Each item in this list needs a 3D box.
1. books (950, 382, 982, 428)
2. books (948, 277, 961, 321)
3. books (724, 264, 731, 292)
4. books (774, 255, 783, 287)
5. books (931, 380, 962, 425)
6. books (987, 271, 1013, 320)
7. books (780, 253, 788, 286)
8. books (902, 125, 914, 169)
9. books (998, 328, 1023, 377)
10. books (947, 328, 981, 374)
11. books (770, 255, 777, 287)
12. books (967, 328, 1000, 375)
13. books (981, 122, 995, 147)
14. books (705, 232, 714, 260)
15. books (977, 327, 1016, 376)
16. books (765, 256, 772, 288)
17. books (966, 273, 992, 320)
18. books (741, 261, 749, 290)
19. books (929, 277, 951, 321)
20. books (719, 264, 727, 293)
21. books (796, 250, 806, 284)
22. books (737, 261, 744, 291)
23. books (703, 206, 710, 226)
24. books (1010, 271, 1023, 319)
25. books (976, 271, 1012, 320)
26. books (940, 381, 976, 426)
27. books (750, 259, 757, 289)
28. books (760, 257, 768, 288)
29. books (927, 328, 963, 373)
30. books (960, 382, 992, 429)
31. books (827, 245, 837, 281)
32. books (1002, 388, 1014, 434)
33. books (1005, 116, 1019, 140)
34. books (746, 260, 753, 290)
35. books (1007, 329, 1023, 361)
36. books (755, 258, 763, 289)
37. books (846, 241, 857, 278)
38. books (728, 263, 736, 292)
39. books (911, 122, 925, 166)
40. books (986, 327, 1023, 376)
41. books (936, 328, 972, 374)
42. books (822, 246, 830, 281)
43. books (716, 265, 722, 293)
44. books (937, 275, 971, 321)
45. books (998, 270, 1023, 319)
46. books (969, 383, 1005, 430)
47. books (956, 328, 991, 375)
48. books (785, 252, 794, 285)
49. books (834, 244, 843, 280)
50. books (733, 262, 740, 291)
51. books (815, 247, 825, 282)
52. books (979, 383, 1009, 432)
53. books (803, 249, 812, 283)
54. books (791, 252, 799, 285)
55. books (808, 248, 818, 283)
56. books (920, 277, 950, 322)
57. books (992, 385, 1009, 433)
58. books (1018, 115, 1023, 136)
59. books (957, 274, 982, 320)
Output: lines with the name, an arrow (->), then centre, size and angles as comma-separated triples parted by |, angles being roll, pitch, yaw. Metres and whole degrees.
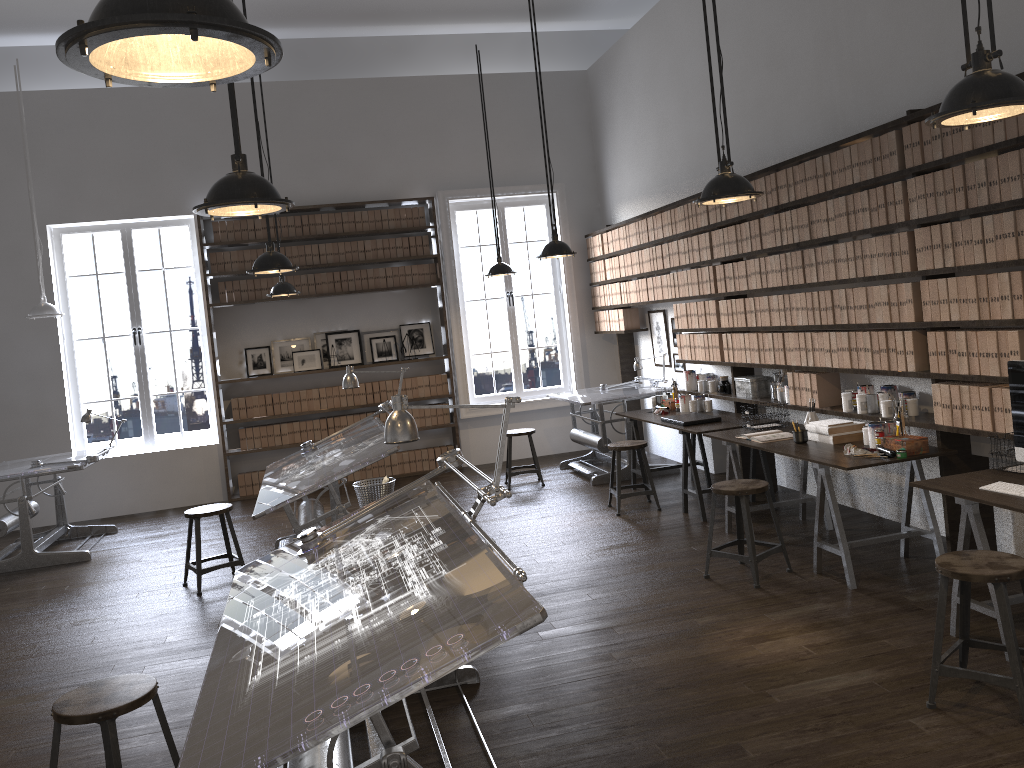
books -> 2.367, 0.108, 4.571 | 0.175, 0.225, 0.067 | -6, 2, -13
books -> 2.325, -0.438, 4.512 | 0.175, 0.225, 0.067 | -6, 2, -13
books -> 1.749, -0.825, 6.861 | 0.175, 0.225, 0.067 | -6, 2, -13
books -> 1.917, -0.787, 6.115 | 0.175, 0.225, 0.067 | -6, 2, -13
books -> 2.338, 0.101, 4.713 | 0.174, 0.225, 0.067 | -6, 2, -13
books -> 2.389, -0.425, 4.251 | 0.174, 0.225, 0.067 | -6, 2, -13
books -> 1.933, -0.784, 6.045 | 0.175, 0.225, 0.067 | -6, 2, -13
books -> 2.189, -1.268, 4.727 | 0.175, 0.225, 0.067 | -6, 2, -13
books -> 2.423, -0.151, 4.225 | 0.175, 0.225, 0.067 | -6, 2, -13
books -> 2.346, -0.168, 4.564 | 0.175, 0.225, 0.067 | -6, 2, -13
books -> 1.904, -0.791, 6.186 | 0.174, 0.225, 0.067 | -6, 2, -13
books -> 2.378, -0.161, 4.425 | 0.174, 0.225, 0.067 | -6, 2, -13
books -> 2.313, -1.240, 4.182 | 0.175, 0.225, 0.067 | -6, 2, -13
books -> 1.655, -1.111, 7.112 | 0.175, 0.225, 0.067 | -6, 2, -13
books -> 2.394, -0.157, 4.356 | 0.175, 0.225, 0.067 | -6, 2, -13
books -> 1.891, -0.795, 6.255 | 0.174, 0.225, 0.067 | -6, 2, -13
books -> 2.352, -0.431, 4.385 | 0.175, 0.225, 0.067 | -6, 2, -13
books -> 1.807, -0.811, 6.587 | 0.175, 0.225, 0.067 | -6, 2, -13
books -> 2.294, -0.445, 4.651 | 0.175, 0.225, 0.067 | -6, 2, -13
books -> 1.727, -0.828, 6.933 | 0.175, 0.225, 0.067 | -6, 2, -13
books -> 1.981, -0.774, 5.847 | 0.175, 0.225, 0.067 | -6, 2, -13
books -> 1.797, -0.815, 6.654 | 0.175, 0.225, 0.067 | -6, 2, -13
books -> 1.627, -1.386, 7.099 | 0.175, 0.225, 0.067 | -6, 2, -13
books -> 2.422, -0.419, 4.113 | 0.175, 0.225, 0.067 | -6, 2, -13
books -> 2.373, -0.429, 4.320 | 0.175, 0.225, 0.067 | -6, 2, -13
books -> 2.351, 0.105, 4.641 | 0.175, 0.225, 0.067 | -6, 2, -13
books -> 1.839, -0.805, 6.461 | 0.175, 0.225, 0.067 | -6, 2, -13
books -> 1.874, -0.798, 6.323 | 0.175, 0.225, 0.067 | -6, 2, -13
books -> 2.312, -0.175, 4.709 | 0.175, 0.225, 0.067 | -6, 2, -13
books -> 2.386, 0.111, 4.510 | 0.175, 0.225, 0.067 | -6, 2, -13
books -> 2.061, -0.757, 5.501 | 0.175, 0.225, 0.067 | -6, 2, -13
books -> 2.449, 0.125, 4.232 | 0.174, 0.225, 0.067 | -6, 2, -13
books -> 2.348, -1.234, 4.044 | 0.175, 0.225, 0.067 | -6, 2, -13
books -> 1.826, -0.808, 6.523 | 0.175, 0.225, 0.067 | -6, 2, -13
books -> 2.436, -0.147, 4.164 | 0.175, 0.225, 0.067 | -6, 2, -13
books -> 1.854, -0.801, 6.390 | 0.175, 0.225, 0.067 | -6, 2, -13
books -> 2.108, -0.747, 5.305 | 0.175, 0.225, 0.067 | -6, 2, -13
books -> 1.761, -0.821, 6.791 | 0.174, 0.225, 0.067 | -6, 2, -13
books -> 2.200, -1.264, 4.654 | 0.175, 0.225, 0.067 | -6, 2, -13
books -> 2.404, -0.153, 4.289 | 0.175, 0.225, 0.067 | -6, 2, -13
books -> 2.324, -0.171, 4.635 | 0.175, 0.225, 0.067 | -6, 2, -13
books -> 2.051, -0.761, 5.568 | 0.175, 0.225, 0.067 | -6, 2, -13
books -> 1.715, -0.833, 7.006 | 0.175, 0.225, 0.067 | -6, 2, -13
books -> 2.307, -0.441, 4.582 | 0.175, 0.225, 0.067 | -6, 2, -13
books -> 2.401, -0.421, 4.181 | 0.174, 0.225, 0.067 | -6, 2, -13
books -> 2.403, 0.114, 4.447 | 0.175, 0.225, 0.067 | -6, 2, -13
books -> 2.358, -0.164, 4.493 | 0.174, 0.225, 0.067 | -6, 2, -13
books -> 1.952, -0.781, 5.984 | 0.175, 0.225, 0.067 | -6, 2, -13
books -> 2.081, -0.754, 5.437 | 0.175, 0.225, 0.067 | -6, 2, -13
books -> 1.781, -0.818, 6.723 | 0.174, 0.225, 0.067 | -6, 2, -13
books -> 2.035, -0.764, 5.637 | 0.174, 0.225, 0.067 | -6, 2, -13
books -> 2.415, 0.118, 4.374 | 0.175, 0.225, 0.067 | -6, 2, -13
books -> 2.003, -0.771, 5.776 | 0.175, 0.225, 0.067 | -6, 2, -13
books -> 1.969, -0.778, 5.921 | 0.175, 0.225, 0.067 | -6, 2, -13
books -> 2.015, -0.767, 5.705 | 0.174, 0.225, 0.067 | -6, 2, -13
books -> 2.280, -0.449, 4.719 | 0.174, 0.225, 0.067 | -6, 2, -13
books -> 2.437, 0.121, 4.302 | 0.175, 0.225, 0.067 | -6, 2, -13
books -> 2.365, -1.230, 3.976 | 0.174, 0.225, 0.067 | -6, 2, -13
books -> 2.341, -0.435, 4.451 | 0.175, 0.225, 0.067 | -6, 2, -13
